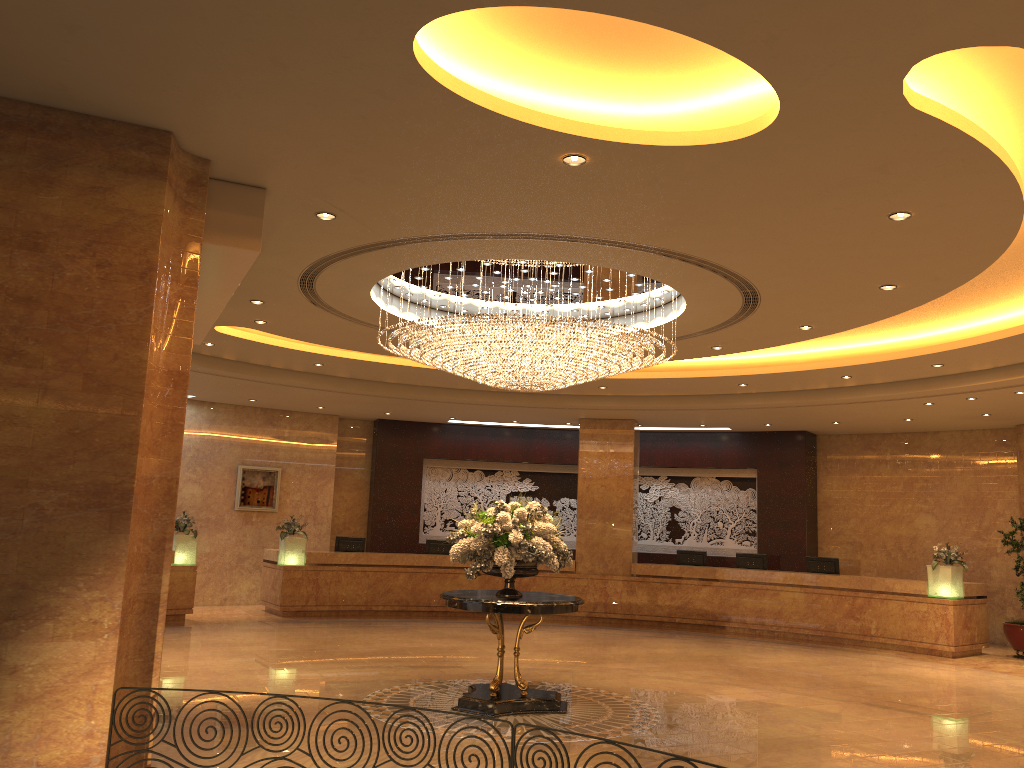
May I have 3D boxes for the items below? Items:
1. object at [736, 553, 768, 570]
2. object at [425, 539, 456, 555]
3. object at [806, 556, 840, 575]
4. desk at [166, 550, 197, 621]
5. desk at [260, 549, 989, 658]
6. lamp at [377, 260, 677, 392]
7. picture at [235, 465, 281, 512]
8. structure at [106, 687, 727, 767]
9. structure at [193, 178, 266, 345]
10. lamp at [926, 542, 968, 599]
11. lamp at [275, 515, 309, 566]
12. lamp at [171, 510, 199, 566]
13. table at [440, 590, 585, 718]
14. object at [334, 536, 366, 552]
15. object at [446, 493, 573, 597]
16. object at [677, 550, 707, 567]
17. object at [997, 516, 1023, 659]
[{"bbox_3d":[4.592,3.499,16.988,0.430,0.500,0.531,6,-10,-22],"label":"object"},{"bbox_3d":[-1.444,3.384,17.837,0.531,0.500,0.430,-2,-10,26],"label":"object"},{"bbox_3d":[5.707,3.434,16.287,0.430,0.500,0.531,5,-9,-17],"label":"object"},{"bbox_3d":[-7.160,3.083,13.419,1.570,1.155,5.227,-3,-10,29],"label":"desk"},{"bbox_3d":[1.711,3.964,16.699,12.951,1.155,3.466,1,-9,10],"label":"desk"},{"bbox_3d":[0.165,-0.518,9.616,3.206,1.196,3.204,0,-9,12],"label":"lamp"},{"bbox_3d":[-5.156,2.131,18.035,0.875,0.890,0.068,8,-11,-33],"label":"picture"},{"bbox_3d":[0.033,1.770,1.501,3.815,0.995,7.624,3,-9,-6],"label":"structure"},{"bbox_3d":[-2.871,-0.959,8.218,0.425,0.483,4.113,6,-10,-24],"label":"structure"},{"bbox_3d":[7.121,3.018,14.429,0.606,0.897,0.532,-6,-12,44],"label":"lamp"},{"bbox_3d":[-4.077,2.883,16.407,0.577,0.925,0.542,6,-10,-22],"label":"lamp"},{"bbox_3d":[-5.665,2.617,15.140,0.570,0.923,0.580,7,-10,-28],"label":"lamp"},{"bbox_3d":[-0.019,2.722,9.080,1.493,1.089,1.493,8,-10,-31],"label":"table"},{"bbox_3d":[-3.163,3.227,17.285,0.531,0.500,0.430,0,-9,12],"label":"object"},{"bbox_3d":[-0.007,1.695,9.261,1.277,0.999,1.318,1,-9,6],"label":"object"},{"bbox_3d":[3.541,3.531,17.467,0.430,0.500,0.531,7,-10,-28],"label":"object"},{"bbox_3d":[8.541,3.301,14.597,1.250,2.363,0.843,11,-12,-43],"label":"object"}]
